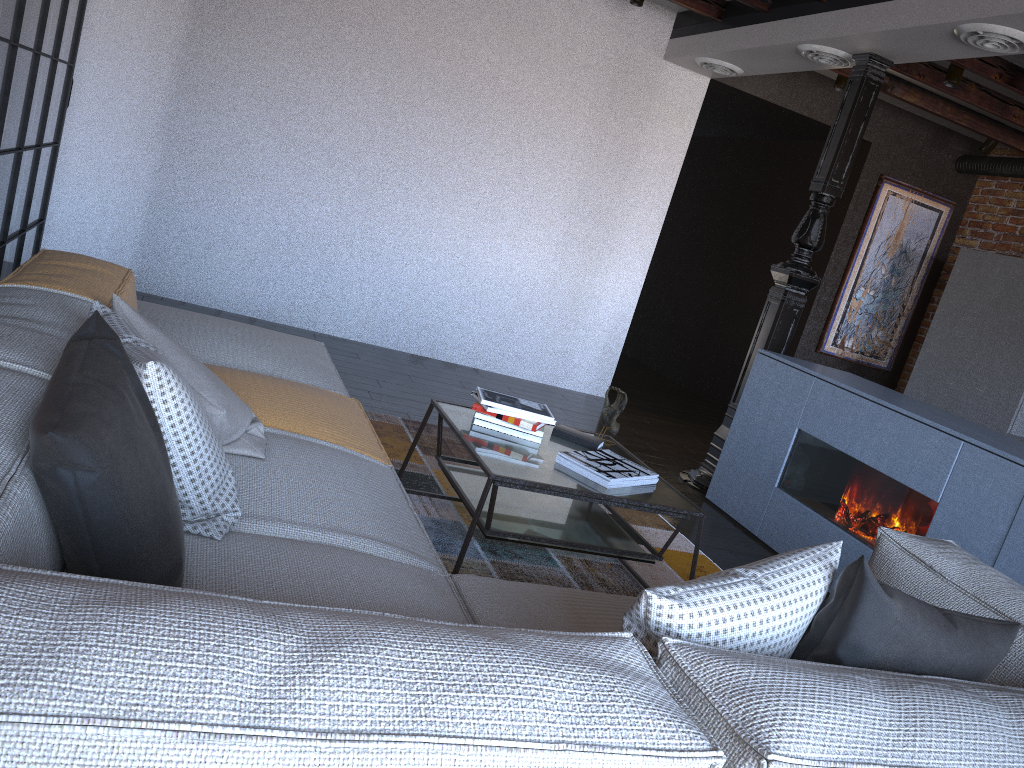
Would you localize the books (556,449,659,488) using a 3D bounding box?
[{"bbox_3d":[0.322,0.282,2.966,0.225,0.038,0.309,25,14,37],"label":"books"}]

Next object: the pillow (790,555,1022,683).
[{"bbox_3d":[0.650,0.489,1.589,0.539,0.417,0.238,10,13,-32],"label":"pillow"}]

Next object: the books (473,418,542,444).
[{"bbox_3d":[-0.013,0.144,3.176,0.247,0.024,0.209,16,11,-2],"label":"books"}]

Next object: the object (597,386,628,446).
[{"bbox_3d":[0.377,0.115,3.380,0.099,0.223,0.093,20,12,17],"label":"object"}]

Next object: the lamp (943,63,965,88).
[{"bbox_3d":[2.519,-1.798,5.047,0.121,0.184,0.082,11,13,-29],"label":"lamp"}]

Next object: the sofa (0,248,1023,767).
[{"bbox_3d":[-0.195,0.311,2.552,2.537,0.698,3.295,13,12,-22],"label":"sofa"}]

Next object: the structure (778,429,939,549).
[{"bbox_3d":[1.572,0.530,3.814,0.332,0.395,0.942,13,12,-21],"label":"structure"}]

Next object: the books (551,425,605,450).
[{"bbox_3d":[0.249,0.197,3.296,0.181,0.029,0.129,20,11,15],"label":"books"}]

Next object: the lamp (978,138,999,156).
[{"bbox_3d":[3.498,-1.770,6.475,0.130,0.207,0.091,26,14,39],"label":"lamp"}]

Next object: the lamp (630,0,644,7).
[{"bbox_3d":[0.763,-2.397,5.373,0.120,0.184,0.082,21,12,19],"label":"lamp"}]

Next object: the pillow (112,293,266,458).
[{"bbox_3d":[-0.763,0.005,2.141,0.484,0.314,0.358,21,12,21],"label":"pillow"}]

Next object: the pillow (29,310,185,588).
[{"bbox_3d":[-0.645,0.132,1.444,0.263,0.401,0.509,11,12,-27],"label":"pillow"}]

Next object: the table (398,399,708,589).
[{"bbox_3d":[0.109,0.416,3.078,0.842,0.389,0.847,13,12,-21],"label":"table"}]

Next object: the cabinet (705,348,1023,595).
[{"bbox_3d":[1.858,0.679,3.347,0.607,0.845,2.955,13,12,-21],"label":"cabinet"}]

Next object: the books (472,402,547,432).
[{"bbox_3d":[-0.003,0.106,3.144,0.239,0.023,0.190,19,11,12],"label":"books"}]

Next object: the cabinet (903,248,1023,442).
[{"bbox_3d":[3.920,0.514,4.757,0.714,1.810,4.167,13,12,-21],"label":"cabinet"}]

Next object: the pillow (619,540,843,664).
[{"bbox_3d":[0.332,0.425,1.491,0.544,0.402,0.250,8,14,-39],"label":"pillow"}]

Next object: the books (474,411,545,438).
[{"bbox_3d":[-0.008,0.122,3.171,0.251,0.023,0.209,16,11,-2],"label":"books"}]

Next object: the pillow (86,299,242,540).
[{"bbox_3d":[-0.703,0.065,1.775,0.293,0.355,0.495,9,13,-36],"label":"pillow"}]

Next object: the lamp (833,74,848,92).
[{"bbox_3d":[2.213,-2.070,5.949,0.113,0.184,0.082,24,13,32],"label":"lamp"}]

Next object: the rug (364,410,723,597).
[{"bbox_3d":[0.165,0.571,3.508,1.432,0.013,2.360,13,12,-21],"label":"rug"}]

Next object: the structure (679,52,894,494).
[{"bbox_3d":[-1.532,-0.946,2.159,8.517,2.396,0.481,8,14,-40],"label":"structure"}]

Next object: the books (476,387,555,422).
[{"bbox_3d":[0.009,0.071,3.158,0.268,0.014,0.196,15,11,-10],"label":"books"}]

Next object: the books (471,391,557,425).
[{"bbox_3d":[0.005,0.086,3.161,0.268,0.014,0.196,12,12,-23],"label":"books"}]

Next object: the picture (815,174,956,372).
[{"bbox_3d":[3.026,-0.869,7.192,0.780,1.472,0.067,13,12,-21],"label":"picture"}]
